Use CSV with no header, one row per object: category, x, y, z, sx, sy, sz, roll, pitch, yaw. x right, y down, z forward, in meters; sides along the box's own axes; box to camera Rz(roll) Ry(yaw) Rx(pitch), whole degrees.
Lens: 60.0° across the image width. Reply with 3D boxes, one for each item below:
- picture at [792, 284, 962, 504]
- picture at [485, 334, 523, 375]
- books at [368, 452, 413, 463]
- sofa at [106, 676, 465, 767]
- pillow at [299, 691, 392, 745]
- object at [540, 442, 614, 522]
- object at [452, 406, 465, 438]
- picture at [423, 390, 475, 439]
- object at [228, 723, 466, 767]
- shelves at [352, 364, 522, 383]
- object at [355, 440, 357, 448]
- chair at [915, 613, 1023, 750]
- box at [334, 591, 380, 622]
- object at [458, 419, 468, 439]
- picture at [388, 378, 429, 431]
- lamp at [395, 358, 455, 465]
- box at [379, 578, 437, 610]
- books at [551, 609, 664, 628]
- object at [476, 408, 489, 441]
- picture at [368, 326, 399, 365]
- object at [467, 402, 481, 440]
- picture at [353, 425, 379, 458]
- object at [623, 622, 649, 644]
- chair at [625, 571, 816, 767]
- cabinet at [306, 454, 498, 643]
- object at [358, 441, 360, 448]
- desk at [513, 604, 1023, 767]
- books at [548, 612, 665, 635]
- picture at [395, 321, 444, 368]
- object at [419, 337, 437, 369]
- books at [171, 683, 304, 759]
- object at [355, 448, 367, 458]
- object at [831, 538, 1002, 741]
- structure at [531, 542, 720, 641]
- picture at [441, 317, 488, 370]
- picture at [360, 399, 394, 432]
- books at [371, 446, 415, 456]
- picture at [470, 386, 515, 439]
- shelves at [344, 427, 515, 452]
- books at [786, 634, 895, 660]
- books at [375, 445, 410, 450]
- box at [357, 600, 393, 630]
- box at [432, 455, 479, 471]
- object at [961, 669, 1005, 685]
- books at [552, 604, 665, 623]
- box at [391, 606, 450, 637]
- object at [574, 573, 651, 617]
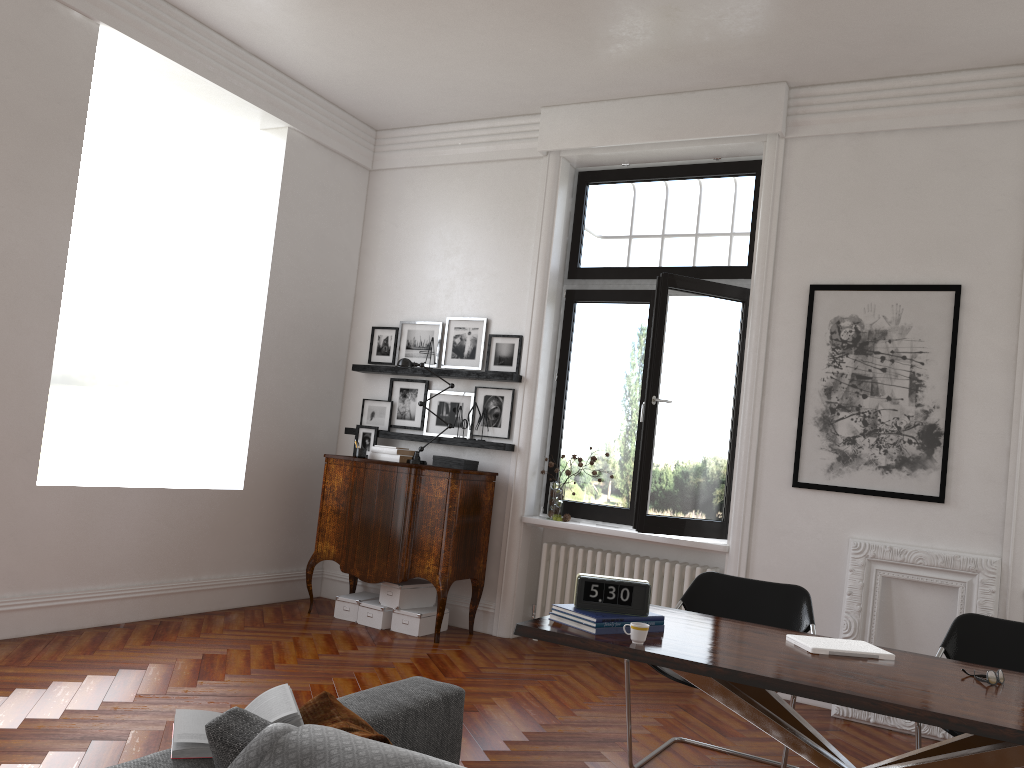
picture,2.261,0.033,5.531,0.882,1.322,0.035,4,-4,29
picture,-0.063,-0.227,6.803,0.289,0.303,0.020,4,-4,29
books,-0.919,0.568,6.812,0.294,0.057,0.230,4,-5,29
sofa,0.534,1.168,1.565,2.643,0.828,1.264,4,-5,29
pillow,-0.298,0.913,1.967,0.330,0.396,0.470,8,-4,-24
object,0.481,0.730,6.600,0.542,0.598,0.318,6,-4,0
object,-0.411,0.297,6.862,0.124,0.260,0.040,4,-4,29
picture,-0.496,0.241,6.981,0.433,0.364,0.020,4,-4,29
object,-0.194,0.839,1.441,0.751,0.387,0.401,4,-5,29
shelves,-0.619,-0.086,7.008,1.514,0.055,0.158,4,-5,29
object,-1.175,0.482,6.714,0.050,0.119,0.010,4,-4,31
chair,2.016,1.417,3.499,0.752,0.871,0.747,4,-4,29
box,-1.157,1.706,6.772,0.209,0.176,0.395,4,-5,24
object,-0.369,0.347,6.802,0.066,0.160,0.040,4,-4,29
picture,-0.852,0.162,7.183,0.373,0.406,0.020,4,-4,29
lamp,-0.690,0.219,6.808,0.491,0.801,0.174,7,-3,-7
box,-0.768,1.555,6.579,0.209,0.176,0.395,3,-5,39
books,0.358,0.870,3.311,0.345,0.017,0.250,9,-6,-36
object,-0.220,0.312,6.799,0.110,0.261,0.040,4,-4,29
picture,-1.067,-0.317,7.355,0.266,0.315,0.020,4,-4,29
object,-0.292,0.286,6.809,0.118,0.298,0.040,4,-4,29
picture,-1.178,0.464,7.145,0.213,0.257,0.020,4,-4,29
object,0.432,0.859,3.059,0.064,0.065,0.082,10,-5,-41
chair,0.987,1.352,4.062,0.752,0.871,0.747,4,-4,29
cabinet,-0.858,1.200,6.650,1.265,1.216,0.641,4,-4,29
object,-1.159,0.491,6.731,0.045,0.139,0.010,4,-4,26
desk,1.181,1.349,3.047,2.224,0.750,1.032,4,-5,29
books,0.354,0.893,3.325,0.348,0.027,0.264,9,-6,-36
picture,-0.754,-0.323,7.187,0.415,0.367,0.020,4,-4,29
object,-0.664,-0.244,7.063,0.174,0.260,0.040,4,-4,29
books,-0.604,0.746,1.978,0.279,0.096,0.225,8,-5,-19
object,-1.144,0.525,6.701,0.091,0.077,0.091,6,-4,2
object,2.362,1.495,5.200,0.829,1.061,0.234,4,-4,29
structure,0.802,1.621,6.405,1.452,0.777,0.226,4,-4,29
picture,-0.375,-0.320,6.982,0.369,0.408,0.020,4,-4,29
picture,-1.115,0.256,7.286,0.299,0.253,0.020,4,-4,29
books,-0.910,0.519,6.819,0.239,0.044,0.255,4,-5,29
picture,-0.153,0.219,6.801,0.343,0.384,0.020,4,-4,29
shelves,-0.674,0.433,6.978,1.514,0.055,0.156,4,-5,29
books,1.232,0.992,3.338,0.325,0.026,0.231,7,-5,-6
books,-0.920,0.487,6.803,0.200,0.014,0.179,4,-5,29
box,-0.928,1.717,6.612,0.244,0.176,0.395,3,-5,34
box,-0.422,0.594,6.634,0.282,0.086,0.209,4,-5,29
object,1.638,0.998,3.046,0.114,0.047,0.133,7,-4,-8
books,0.359,0.853,3.312,0.345,0.017,0.250,9,-6,-36
box,-0.671,1.736,6.506,0.244,0.176,0.395,4,-5,29
object,0.372,0.782,3.284,0.275,0.125,0.082,6,-4,2
